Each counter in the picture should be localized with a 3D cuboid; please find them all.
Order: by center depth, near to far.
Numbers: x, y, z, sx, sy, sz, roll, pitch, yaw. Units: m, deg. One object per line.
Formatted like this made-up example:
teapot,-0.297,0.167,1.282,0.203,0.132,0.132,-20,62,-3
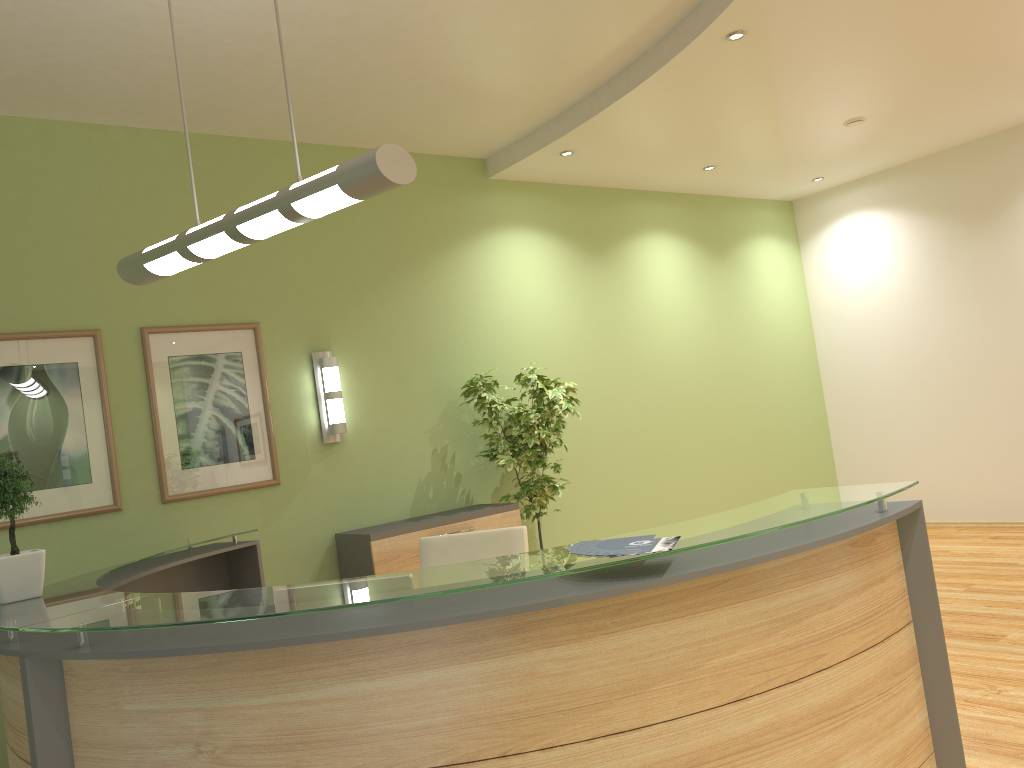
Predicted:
counter,-0.748,0.640,3.076,3.674,0.078,1.837,-10,-3,37

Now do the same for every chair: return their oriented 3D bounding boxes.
chair,-0.177,1.161,3.564,0.584,1.048,0.652,-9,-3,15

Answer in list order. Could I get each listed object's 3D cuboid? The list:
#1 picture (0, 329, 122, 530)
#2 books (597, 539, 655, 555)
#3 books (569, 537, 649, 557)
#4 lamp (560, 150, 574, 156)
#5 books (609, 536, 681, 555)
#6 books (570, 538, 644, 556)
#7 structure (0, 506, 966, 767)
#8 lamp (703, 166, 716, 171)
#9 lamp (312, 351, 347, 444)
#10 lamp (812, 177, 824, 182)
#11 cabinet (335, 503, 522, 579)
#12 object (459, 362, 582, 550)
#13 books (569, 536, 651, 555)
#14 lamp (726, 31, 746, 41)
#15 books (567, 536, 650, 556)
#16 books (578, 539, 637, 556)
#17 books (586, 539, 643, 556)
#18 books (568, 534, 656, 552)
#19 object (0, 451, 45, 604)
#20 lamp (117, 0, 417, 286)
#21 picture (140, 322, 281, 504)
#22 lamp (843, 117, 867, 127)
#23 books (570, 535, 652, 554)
picture,-2.458,0.221,4.621,0.700,1.000,0.025,-6,-3,-38
books,0.315,0.402,2.204,0.150,0.004,0.210,-10,-3,27
books,0.267,0.412,2.256,0.210,0.004,0.150,-7,-3,-23
lamp,0.392,-1.641,6.319,0.105,0.011,0.105,-9,-3,19
books,0.332,0.399,2.197,0.150,0.004,0.210,-9,-3,17
books,0.275,0.410,2.240,0.210,0.004,0.150,-6,-3,-33
structure,-0.668,1.197,3.048,3.673,1.049,1.837,-10,-3,37
lamp,1.623,-1.772,7.289,0.105,0.011,0.105,-9,-3,19
lamp,-1.140,0.077,5.586,0.134,0.580,0.142,-6,-3,-38
lamp,2.849,-1.903,8.256,0.105,0.011,0.105,-9,-3,19
cabinet,-0.452,1.336,5.664,1.115,0.966,0.501,-6,-3,-38
object,0.160,0.801,6.093,0.649,1.905,0.916,-11,-4,40
books,0.259,0.415,2.292,0.210,0.004,0.150,-8,-3,-3
lamp,1.183,-1.835,4.680,0.105,0.011,0.105,-11,-4,42
books,0.261,0.413,2.274,0.210,0.004,0.150,-8,-3,-13
books,0.286,0.407,2.226,0.210,0.004,0.150,-6,-4,-43
books,0.300,0.405,2.214,0.150,0.004,0.210,-10,-3,37
books,0.264,0.416,2.328,0.210,0.004,0.150,-9,-3,17
object,-1.705,0.480,3.013,0.216,0.507,0.230,-8,-3,-12
lamp,-1.008,-1.117,3.153,1.470,1.249,0.197,-10,-3,37
picture,-1.745,0.145,5.183,0.700,1.000,0.025,-6,-3,-38
lamp,2.545,-1.934,6.578,0.167,0.024,0.167,-8,-3,1
books,0.260,0.416,2.310,0.210,0.004,0.150,-9,-3,7
